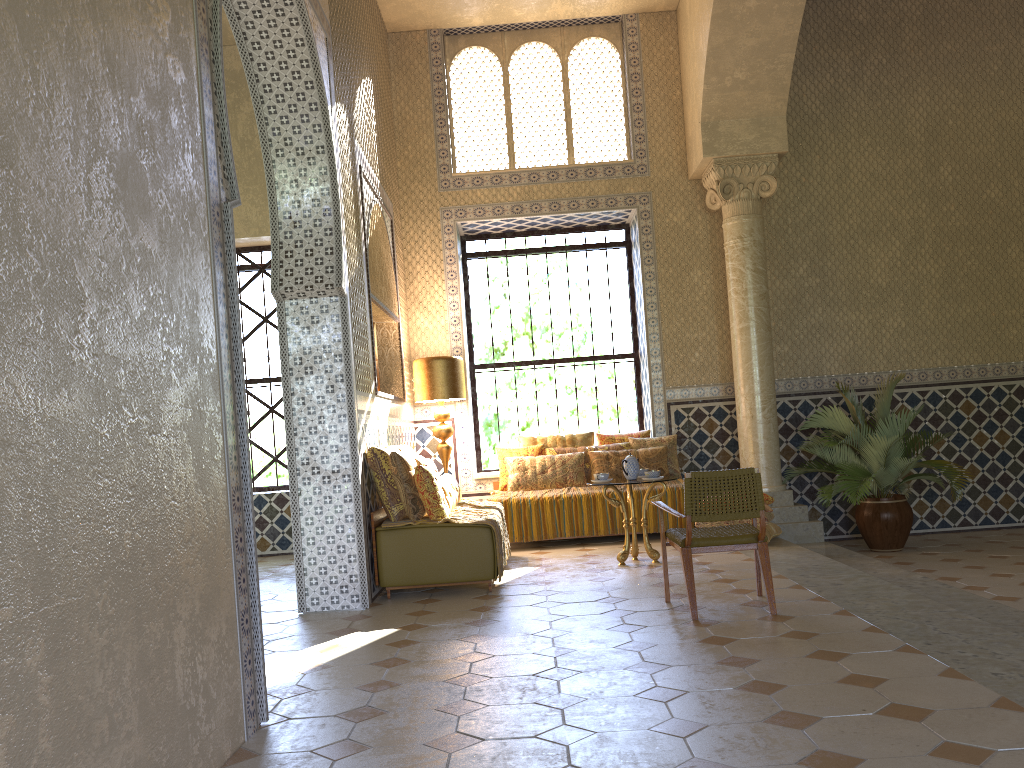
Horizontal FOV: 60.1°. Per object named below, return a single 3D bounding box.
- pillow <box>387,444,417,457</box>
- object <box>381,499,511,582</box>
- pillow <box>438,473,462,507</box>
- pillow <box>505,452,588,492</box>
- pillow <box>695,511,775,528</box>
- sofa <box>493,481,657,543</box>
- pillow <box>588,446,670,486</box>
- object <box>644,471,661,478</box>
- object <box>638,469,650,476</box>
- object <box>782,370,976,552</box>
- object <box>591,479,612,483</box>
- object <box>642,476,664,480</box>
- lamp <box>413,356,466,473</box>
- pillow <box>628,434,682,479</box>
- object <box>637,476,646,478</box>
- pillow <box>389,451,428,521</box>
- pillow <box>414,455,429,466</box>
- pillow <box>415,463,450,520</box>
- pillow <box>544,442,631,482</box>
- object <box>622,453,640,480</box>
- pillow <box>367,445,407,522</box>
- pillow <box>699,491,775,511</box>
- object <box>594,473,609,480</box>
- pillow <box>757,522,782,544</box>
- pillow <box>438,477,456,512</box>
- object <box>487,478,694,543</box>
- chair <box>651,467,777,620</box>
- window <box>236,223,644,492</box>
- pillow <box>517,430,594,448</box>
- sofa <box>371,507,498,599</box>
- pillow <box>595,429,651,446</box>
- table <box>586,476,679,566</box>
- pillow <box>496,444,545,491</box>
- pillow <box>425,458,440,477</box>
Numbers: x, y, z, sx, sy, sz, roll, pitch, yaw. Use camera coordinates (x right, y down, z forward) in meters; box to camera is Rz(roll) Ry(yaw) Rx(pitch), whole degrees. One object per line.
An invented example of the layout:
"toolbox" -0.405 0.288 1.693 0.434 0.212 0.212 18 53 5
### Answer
"pillow" -1.300 1.165 11.095 0.422 0.831 1.194 -4 -2 1
"object" -0.705 1.814 10.495 1.314 0.717 2.890 -4 -3 1
"pillow" -0.797 1.372 11.261 0.271 0.450 0.984 -4 -3 1
"pillow" 0.508 1.312 13.057 1.191 0.546 0.329 -4 -1 1
"pillow" 2.941 1.771 11.665 0.933 0.347 0.880 -5 -3 21
"sofa" 1.132 1.837 13.021 2.849 0.937 1.275 -4 -2 1
"pillow" 1.730 1.224 13.039 1.191 0.546 0.329 -4 -1 1
"object" 1.623 1.055 10.214 0.183 0.100 0.184 -4 -3 -3
"object" 1.584 1.095 10.849 0.183 0.100 0.183 -4 -3 -10
"object" 5.254 1.078 12.378 2.639 2.501 2.168 -4 -2 -12
"object" 1.065 1.150 10.504 0.255 0.032 0.256 -3 -3 -20
"object" 1.625 1.093 10.214 0.255 0.032 0.256 -4 -3 -3
"lamp" -0.984 1.025 12.952 0.735 2.813 0.738 -4 0 -30
"pillow" 2.147 1.122 13.273 0.741 0.693 0.341 -4 -1 1
"object" 1.586 1.133 10.849 0.255 0.032 0.256 -3 -3 -20
"pillow" -1.117 1.112 9.672 0.383 0.780 0.835 -4 -2 1
"pillow" -1.027 1.183 10.414 0.340 0.693 0.742 -4 -2 1
"pillow" -0.851 1.179 9.525 0.345 0.651 0.685 -4 -2 0
"pillow" 1.153 1.223 13.266 1.341 0.615 0.370 -4 -1 1
"object" 1.414 0.981 10.538 0.272 0.323 0.199 -4 -1 -10
"pillow" -1.317 1.097 9.899 0.422 0.831 1.194 -4 -2 1
"pillow" 2.943 1.561 11.656 0.806 0.310 0.747 -6 -3 35
"object" 1.062 1.112 10.504 0.183 0.100 0.183 -3 -3 -18
"pillow" 2.975 1.971 11.674 0.993 0.368 1.042 -5 -3 26
"pillow" -0.810 1.319 10.325 0.271 0.450 0.984 -4 -3 1
"object" 1.091 1.828 12.958 2.886 0.717 1.316 -4 -3 1
"chair" 1.768 1.327 7.671 0.950 1.209 0.907 -4 -1 1
"window" -2.134 -0.382 14.418 8.481 3.990 0.574 -4 0 -3
"pillow" 0.702 1.162 13.512 1.192 0.832 0.422 -4 -1 1
"sofa" -0.766 1.827 10.508 1.273 0.936 2.854 -4 -3 1
"pillow" 1.738 1.120 13.555 0.855 0.800 0.393 -4 -1 1
"table" 1.456 1.628 10.497 1.103 0.980 1.099 -5 -2 30
"pillow" 0.144 1.266 13.301 0.741 0.693 0.341 -4 -1 1
"pillow" -1.014 1.258 11.217 0.313 0.637 0.682 -4 -2 1
